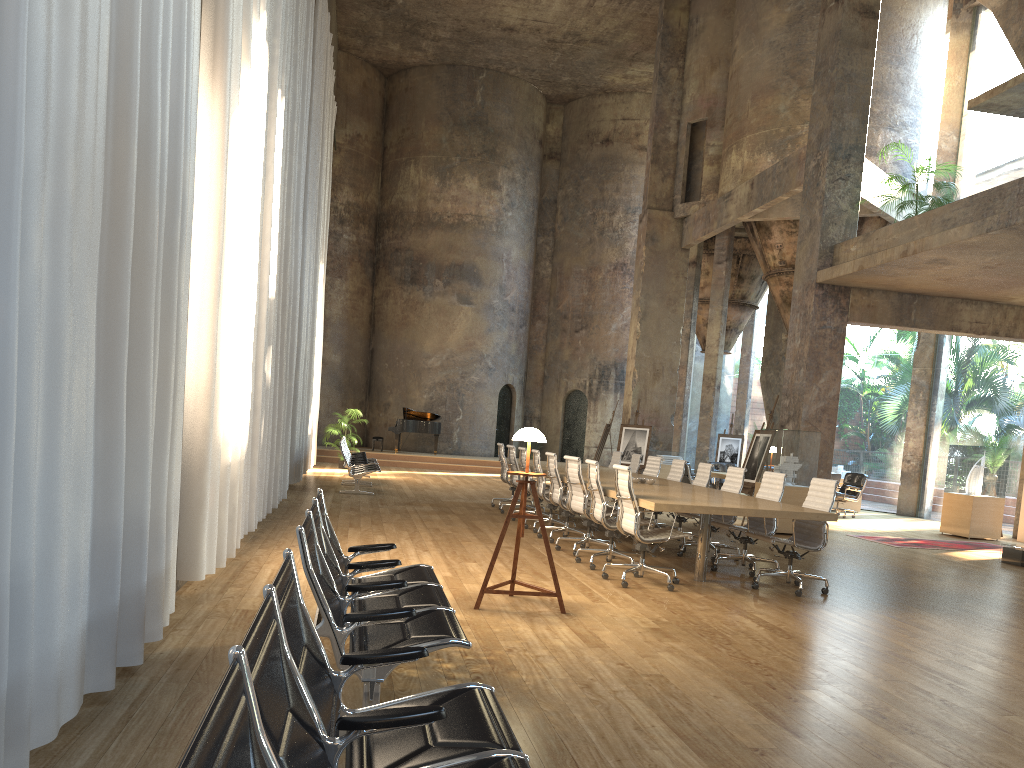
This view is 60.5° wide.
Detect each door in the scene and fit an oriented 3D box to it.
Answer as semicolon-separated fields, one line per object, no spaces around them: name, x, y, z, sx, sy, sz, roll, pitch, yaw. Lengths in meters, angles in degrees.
door;2.001;1.498;27.759;0.896;2.653;0.111;7;5;32
door;-0.311;1.136;27.333;0.091;2.315;0.902;8;5;38

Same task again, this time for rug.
rug;6.499;2.419;13.239;2.466;0.009;1.338;5;-3;-10

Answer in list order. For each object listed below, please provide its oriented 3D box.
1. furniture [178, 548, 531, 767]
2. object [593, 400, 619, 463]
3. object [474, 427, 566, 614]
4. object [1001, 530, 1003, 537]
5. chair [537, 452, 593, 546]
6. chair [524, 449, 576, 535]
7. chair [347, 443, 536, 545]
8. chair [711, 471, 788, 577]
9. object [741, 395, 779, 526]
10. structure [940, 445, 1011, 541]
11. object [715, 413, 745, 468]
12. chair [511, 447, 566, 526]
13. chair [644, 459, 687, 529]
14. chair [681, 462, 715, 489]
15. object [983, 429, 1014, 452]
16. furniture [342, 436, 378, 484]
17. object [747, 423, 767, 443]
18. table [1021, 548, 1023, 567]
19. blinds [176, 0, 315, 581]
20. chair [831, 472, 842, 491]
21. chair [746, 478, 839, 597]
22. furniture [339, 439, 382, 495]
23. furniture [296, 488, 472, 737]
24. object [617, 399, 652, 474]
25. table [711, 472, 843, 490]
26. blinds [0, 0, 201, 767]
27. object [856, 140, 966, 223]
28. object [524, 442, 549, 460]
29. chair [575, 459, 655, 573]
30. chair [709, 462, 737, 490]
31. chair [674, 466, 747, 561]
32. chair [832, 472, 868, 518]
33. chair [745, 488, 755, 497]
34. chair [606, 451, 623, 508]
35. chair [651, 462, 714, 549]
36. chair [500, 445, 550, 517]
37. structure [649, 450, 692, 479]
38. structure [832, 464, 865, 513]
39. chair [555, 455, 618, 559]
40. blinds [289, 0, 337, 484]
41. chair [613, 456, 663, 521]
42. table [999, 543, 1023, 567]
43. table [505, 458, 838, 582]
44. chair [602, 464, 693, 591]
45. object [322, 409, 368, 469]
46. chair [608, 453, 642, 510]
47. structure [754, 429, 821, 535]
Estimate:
furniture;-0.247;0.936;1.979;0.709;0.847;1.860;4;-1;-10
object;2.200;1.436;20.824;0.682;2.164;0.697;5;4;16
object;0.168;0.962;6.237;0.568;1.308;0.656;6;4;23
object;8.274;2.181;15.436;0.566;0.980;0.659;7;4;44
chair;0.684;1.330;10.274;0.699;1.034;0.660;4;3;-5
chair;0.535;1.362;11.138;0.699;1.034;0.660;4;3;-2
chair;2.853;1.700;14.297;12.971;1.038;31.312;5;-3;-10
chair;2.359;1.383;8.839;0.700;1.034;0.660;4;3;-7
object;3.961;1.230;14.093;0.686;2.164;0.694;3;4;-11
structure;7.812;1.827;14.845;0.595;1.560;0.736;4;3;-10
object;5.858;1.852;23.688;0.699;2.164;0.681;6;4;19
chair;0.377;1.395;12.019;0.699;1.034;0.660;4;3;-5
chair;1.892;1.481;11.484;0.699;1.034;0.660;4;3;-5
chair;3.539;1.944;16.955;0.822;0.900;0.724;4;2;-14
object;8.403;1.233;15.373;0.689;0.947;0.852;3;2;-19
furniture;-3.064;1.512;17.663;0.709;0.847;1.860;4;-1;-10
object;6.319;1.440;22.594;0.686;0.947;0.856;5;1;11
table;6.904;2.245;11.036;0.791;0.204;1.103;5;-3;-10
blinds;-2.454;-2.847;9.399;0.275;8.711;7.771;3;2;-9
chair;5.687;2.088;16.635;0.731;0.899;0.814;3;2;-36
chair;2.521;1.348;7.909;0.699;1.034;0.660;4;3;-4
furniture;-2.652;1.425;15.320;0.709;0.847;1.860;4;-1;-10
furniture;-0.660;1.022;4.321;0.709;0.847;1.860;4;-1;-10
object;2.630;1.376;18.991;0.698;2.164;0.681;6;4;22
table;5.061;2.166;17.229;2.413;0.705;1.097;5;-1;-10
blinds;-0.957;-3.162;0.895;0.275;8.711;7.769;3;2;-11
object;5.992;-2.588;13.123;1.402;1.824;1.346;4;2;-4
object;0.712;2.078;28.020;0.912;0.999;0.902;4;1;1
chair;1.004;1.266;8.521;0.699;1.034;0.660;4;3;-2
chair;4.343;2.049;17.860;0.730;0.899;0.816;4;1;-3
chair;2.199;1.416;9.739;0.699;1.034;0.660;4;3;-5
chair;6.532;2.193;17.484;0.822;0.900;0.724;4;2;-16
chair;4.699;2.004;16.425;0.731;0.899;0.815;4;1;-16
chair;1.396;1.574;14.080;0.699;1.034;0.660;4;3;-5
chair;2.041;1.448;10.620;0.699;1.034;0.660;4;3;-2
chair;0.217;1.428;12.919;0.700;1.034;0.660;4;3;-7
structure;3.552;2.032;19.918;0.744;1.023;0.729;4;2;-10
structure;7.135;2.264;19.241;0.736;1.023;0.737;4;2;-10
chair;0.857;1.297;9.361;0.700;1.034;0.660;4;3;-11
blinds;-3.946;-2.533;17.878;0.275;8.711;7.771;3;2;-9
chair;1.736;1.515;12.400;0.700;1.034;0.660;4;3;-11
table;6.842;2.237;11.396;0.861;0.248;0.367;5;-1;-10
table;1.230;1.536;10.951;1.603;0.763;7.667;4;-3;-10
chair;1.182;1.237;7.679;0.699;1.034;0.660;4;3;-5
object;-4.002;1.306;21.032;1.094;1.468;1.119;4;2;-19
chair;1.580;1.545;13.239;0.699;1.034;0.660;4;3;-2
structure;4.116;1.472;13.245;0.595;1.560;0.736;4;3;-10
